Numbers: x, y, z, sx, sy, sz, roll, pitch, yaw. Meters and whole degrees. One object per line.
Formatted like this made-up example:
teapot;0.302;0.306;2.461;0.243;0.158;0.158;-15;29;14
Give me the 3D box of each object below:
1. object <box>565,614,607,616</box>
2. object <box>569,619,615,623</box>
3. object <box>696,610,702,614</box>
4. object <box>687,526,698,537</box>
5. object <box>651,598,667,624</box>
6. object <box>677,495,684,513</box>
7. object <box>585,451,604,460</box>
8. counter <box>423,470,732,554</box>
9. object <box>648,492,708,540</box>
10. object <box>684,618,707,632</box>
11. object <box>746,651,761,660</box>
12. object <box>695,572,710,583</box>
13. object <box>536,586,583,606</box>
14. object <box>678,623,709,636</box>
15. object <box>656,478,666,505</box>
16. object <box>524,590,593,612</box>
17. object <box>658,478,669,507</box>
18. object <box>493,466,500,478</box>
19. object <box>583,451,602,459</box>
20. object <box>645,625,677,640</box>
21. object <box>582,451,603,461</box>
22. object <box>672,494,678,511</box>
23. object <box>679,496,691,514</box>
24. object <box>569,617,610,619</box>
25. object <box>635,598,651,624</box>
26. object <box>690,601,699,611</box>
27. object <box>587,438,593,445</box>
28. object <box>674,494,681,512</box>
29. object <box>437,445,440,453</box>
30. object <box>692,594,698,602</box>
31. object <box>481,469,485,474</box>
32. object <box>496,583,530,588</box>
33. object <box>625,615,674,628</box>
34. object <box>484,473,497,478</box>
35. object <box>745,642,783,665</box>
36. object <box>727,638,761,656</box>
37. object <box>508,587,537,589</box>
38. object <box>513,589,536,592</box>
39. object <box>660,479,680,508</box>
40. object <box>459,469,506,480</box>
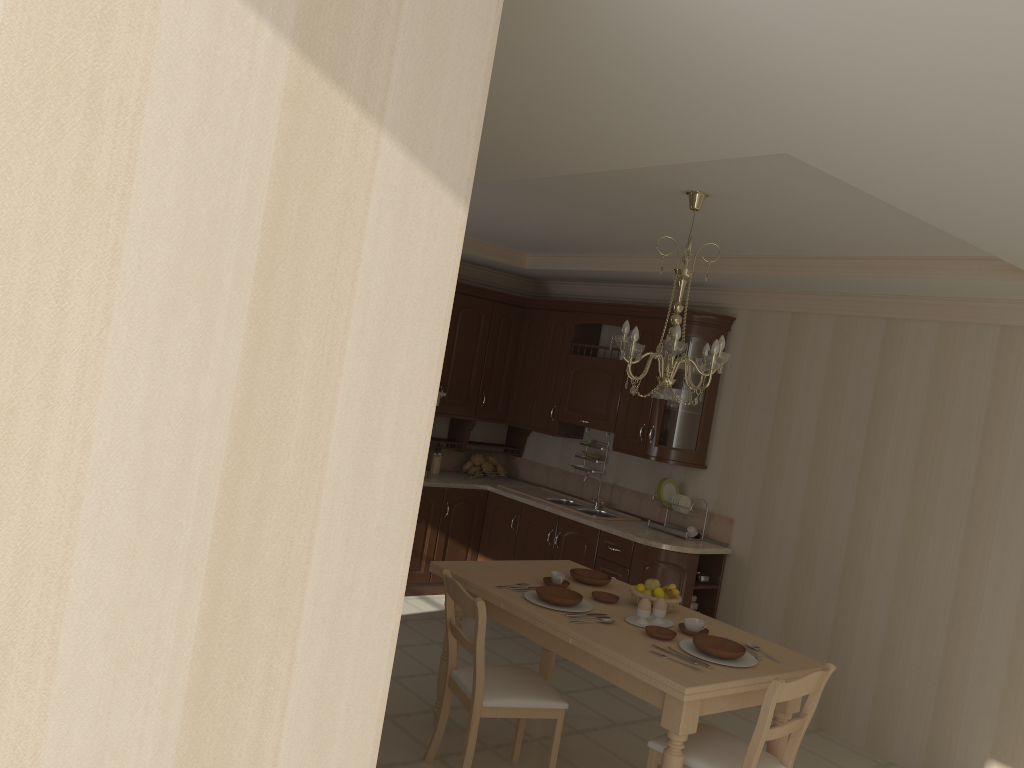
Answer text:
object;0.307;0.955;3.674;0.221;0.008;0.023;9;1;-34
object;0.326;0.959;3.579;0.219;0.011;0.047;9;1;-30
object;1.112;1.470;5.700;0.145;0.077;0.208;9;1;-28
object;1.185;0.971;5.825;0.073;0.072;0.085;10;1;15
object;0.626;0.957;3.759;0.058;0.104;0.058;10;1;29
object;1.128;0.795;5.863;0.123;0.119;0.034;9;1;-39
object;0.603;0.532;6.621;0.167;0.051;0.174;9;1;-39
counter;-0.347;0.773;5.780;2.603;0.034;2.422;9;1;-39
object;1.102;0.858;5.882;0.172;0.275;0.359;9;1;-38
object;0.758;1.005;3.668;0.119;0.055;0.063;9;1;-25
object;0.917;1.060;3.542;0.023;0.008;0.221;9;1;-24
object;1.212;1.246;5.713;0.084;0.045;0.120;9;1;-28
object;0.201;0.916;3.803;0.204;0.042;0.204;9;1;-39
object;0.749;1.020;3.664;0.127;0.026;0.126;10;1;42
object;1.038;0.729;5.989;0.193;0.188;0.047;9;1;-38
object;0.198;0.934;3.803;0.299;0.009;0.299;9;1;-41
object;1.050;0.731;5.974;0.193;0.188;0.047;9;1;-38
object;-0.148;0.712;7.267;0.091;0.100;0.125;9;1;-44
object;0.602;0.535;6.621;0.167;0.051;0.174;9;1;-39
object;0.592;0.996;3.535;0.127;0.026;0.126;10;1;42
object;0.600;0.538;6.620;0.167;0.051;0.174;9;1;-39
object;1.102;0.790;5.896;0.123;0.119;0.034;9;1;-39
object;1.140;0.797;5.846;0.123;0.119;0.034;9;1;-39
object;0.325;0.960;3.644;0.216;0.004;0.022;9;1;-34
object;0.552;0.945;3.709;0.058;0.104;0.058;10;1;29
object;1.122;1.412;5.699;0.106;0.057;0.152;9;1;-28
object;0.592;0.437;6.710;0.044;0.051;0.049;10;1;20
object;1.115;0.792;5.880;0.123;0.119;0.034;9;1;-37
object;-0.594;0.556;6.999;0.016;0.158;0.051;10;1;14
object;1.130;1.366;5.698;0.084;0.045;0.120;9;1;-28
object;-0.224;0.701;7.217;0.098;0.094;0.114;10;1;31
object;0.002;0.901;3.965;0.028;0.004;0.218;10;1;41
object;0.579;1.000;3.728;0.245;0.005;0.157;9;1;-42
object;-0.173;0.734;7.195;0.103;0.060;0.105;9;1;-44
object;1.004;1.073;3.537;0.047;0.011;0.219;9;1;-23
object;0.935;1.064;3.591;0.022;0.004;0.216;9;1;-24
object;0.068;0.910;3.966;0.212;0.008;0.018;9;1;-39
object;0.093;0.915;3.938;0.218;0.008;0.022;9;1;-37
object;1.061;0.734;5.960;0.193;0.188;0.047;9;1;-38
object;-0.235;0.724;7.174;0.364;0.060;0.199;9;1;-39
